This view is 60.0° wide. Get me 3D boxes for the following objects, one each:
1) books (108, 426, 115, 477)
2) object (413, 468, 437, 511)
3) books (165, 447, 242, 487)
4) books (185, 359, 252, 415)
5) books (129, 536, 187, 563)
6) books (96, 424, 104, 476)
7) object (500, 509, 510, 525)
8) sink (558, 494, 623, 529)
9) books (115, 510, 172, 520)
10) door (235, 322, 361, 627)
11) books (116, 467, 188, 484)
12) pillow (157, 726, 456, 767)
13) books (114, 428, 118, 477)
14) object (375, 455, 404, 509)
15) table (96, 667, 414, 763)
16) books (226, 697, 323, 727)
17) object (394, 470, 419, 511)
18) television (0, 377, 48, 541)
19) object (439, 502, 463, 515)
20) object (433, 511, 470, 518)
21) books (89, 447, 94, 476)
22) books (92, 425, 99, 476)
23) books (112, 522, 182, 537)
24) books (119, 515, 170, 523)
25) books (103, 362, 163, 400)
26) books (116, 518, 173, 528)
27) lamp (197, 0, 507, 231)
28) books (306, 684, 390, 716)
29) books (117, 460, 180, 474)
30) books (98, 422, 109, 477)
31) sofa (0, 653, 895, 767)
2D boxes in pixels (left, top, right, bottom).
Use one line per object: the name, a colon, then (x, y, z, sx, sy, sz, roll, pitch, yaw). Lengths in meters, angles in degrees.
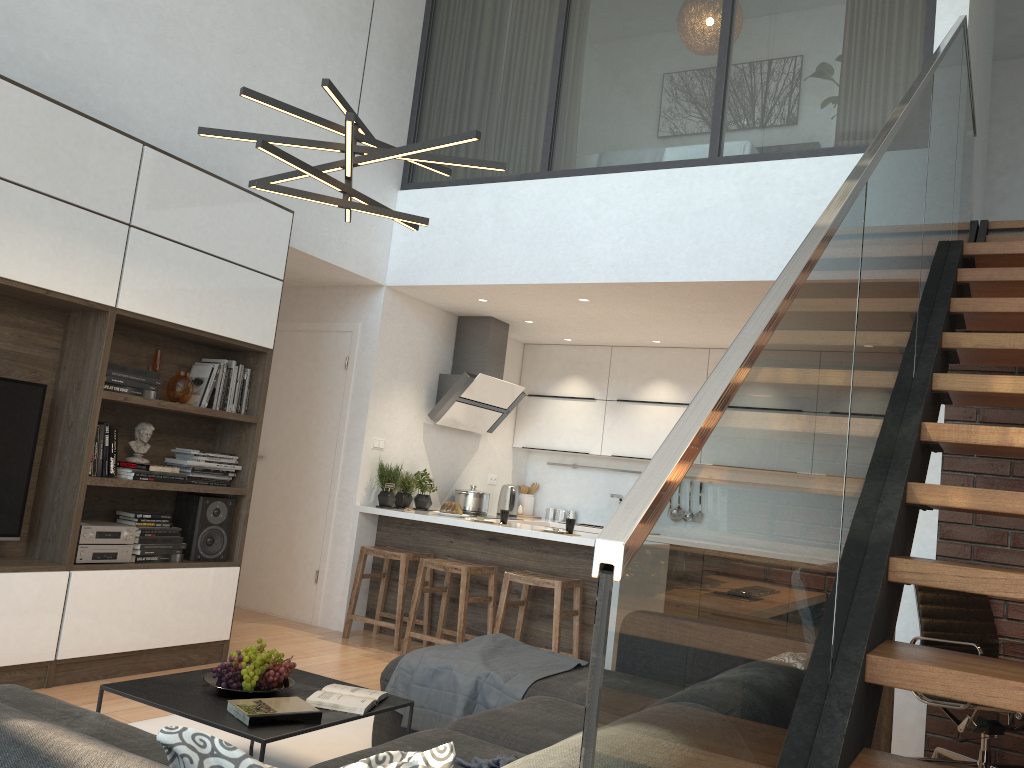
books: (-1.958, 0.315, 4.218, 0.177, 0.242, 0.066, 3, -8, 30)
object: (-0.663, 0.782, 6.582, 0.179, 0.311, 0.172, 1, -9, 41)
books: (-1.664, 0.444, 4.736, 0.224, 0.176, 0.374, 3, -8, 29)
books: (-1.616, 0.006, 4.818, 0.201, 0.287, 0.332, 3, -8, 30)
books: (-1.835, 0.815, 4.441, 0.248, 0.123, 0.307, 4, -7, 25)
books: (-1.983, 0.306, 4.166, 0.169, 0.242, 0.050, 3, -8, 29)
object: (-0.050, 0.874, 5.821, 0.066, 0.093, 0.066, 10, -7, -24)
sink: (0.812, 1.176, 7.405, 0.706, 0.518, 0.512, 3, -8, 30)
books: (-1.858, 0.660, 4.475, 0.161, 0.023, 0.213, 2, -8, 33)
door: (-1.624, 0.598, 6.448, 0.974, 2.136, 0.085, 3, -8, 30)
books: (-1.818, 0.452, 4.406, 0.250, 0.047, 0.310, 2, -8, 35)
pillow: (0.325, 0.846, 2.216, 0.386, 0.364, 2.734, 2, -8, 34)
books: (-1.970, 0.323, 4.262, 0.179, 0.233, 0.077, 3, -8, 30)
object: (-0.868, 0.688, 6.235, 0.186, 0.367, 0.196, 3, -8, 30)
table: (-0.822, 1.162, 2.856, 0.700, 0.323, 0.700, 3, -8, 30)
books: (-0.705, 0.970, 2.629, 0.225, 0.029, 0.179, 12, -8, -37)
object: (-0.765, 0.764, 6.416, 0.221, 0.283, 0.211, 1, -9, 43)
television: (-2.440, 0.291, 3.417, 0.229, 0.779, 1.220, 3, -8, 30)
object: (-0.423, 0.869, 6.171, 0.155, 0.101, 0.161, 4, -7, 26)
object: (-0.424, 0.906, 6.152, 0.261, 0.021, 0.261, 4, -7, 24)
books: (-2.019, 0.301, 4.133, 0.189, 0.240, 0.053, 3, -8, 30)
books: (-2.001, 0.306, 4.150, 0.170, 0.236, 0.049, 3, -8, 30)
books: (-1.845, 0.731, 4.455, 0.224, 0.042, 0.277, 4, -7, 25)
books: (-1.849, 0.680, 4.463, 0.142, 0.015, 0.198, 3, -8, 28)
books: (-1.915, -0.019, 4.271, 0.277, 0.137, 0.343, 4, -7, 25)
books: (-1.848, 0.699, 4.461, 0.161, 0.023, 0.213, 2, -8, 33)
lamp: (-0.371, -2.411, 3.294, 1.200, 3.645, 0.831, 1, -9, 40)
books: (-0.536, 1.025, 2.902, 0.199, 0.025, 0.294, 6, -7, 9)
books: (-1.834, 0.414, 4.432, 0.266, 0.030, 0.209, 4, -7, 23)
books: (-1.979, 0.305, 4.197, 0.193, 0.255, 0.066, 3, -8, 29)
sofa: (-0.256, 0.861, 2.418, 2.108, 0.995, 3.169, 3, -8, 30)
